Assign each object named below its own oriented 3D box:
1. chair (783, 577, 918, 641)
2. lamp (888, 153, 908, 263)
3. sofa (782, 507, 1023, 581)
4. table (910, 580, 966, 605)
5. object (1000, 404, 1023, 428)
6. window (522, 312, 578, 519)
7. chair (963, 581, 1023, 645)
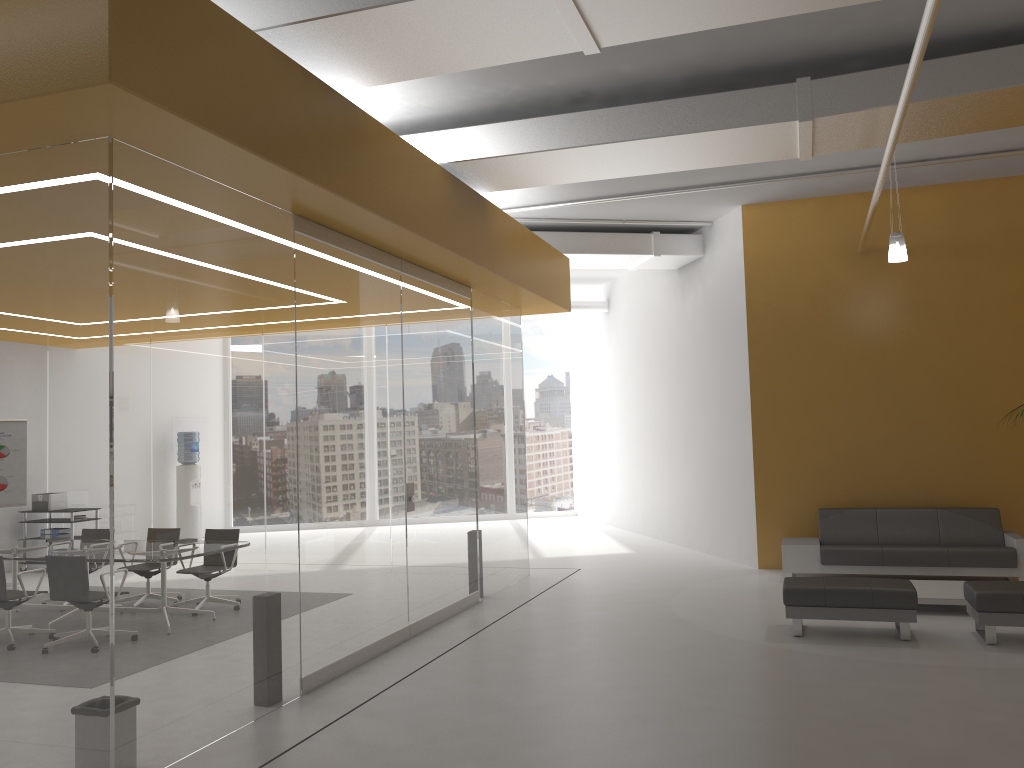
[{"bbox_3d":[2.776,1.839,7.325,1.012,0.423,0.575,-3,-4,18],"label":"chair"},{"bbox_3d":[3.702,-1.797,8.583,0.174,1.227,0.174,0,-4,-30],"label":"lamp"},{"bbox_3d":[4.222,1.772,9.730,2.400,0.761,0.860,-3,-4,18],"label":"sofa"},{"bbox_3d":[3.844,2.008,8.383,1.000,0.150,1.000,-3,-4,18],"label":"table"},{"bbox_3d":[4.896,1.024,7.619,0.912,1.956,1.222,0,-4,-31],"label":"object"},{"bbox_3d":[-1.476,0.591,18.268,8.533,4.498,0.100,-1,-4,-12],"label":"window"},{"bbox_3d":[4.105,1.771,6.864,1.012,0.423,0.575,-3,-4,18],"label":"chair"}]
